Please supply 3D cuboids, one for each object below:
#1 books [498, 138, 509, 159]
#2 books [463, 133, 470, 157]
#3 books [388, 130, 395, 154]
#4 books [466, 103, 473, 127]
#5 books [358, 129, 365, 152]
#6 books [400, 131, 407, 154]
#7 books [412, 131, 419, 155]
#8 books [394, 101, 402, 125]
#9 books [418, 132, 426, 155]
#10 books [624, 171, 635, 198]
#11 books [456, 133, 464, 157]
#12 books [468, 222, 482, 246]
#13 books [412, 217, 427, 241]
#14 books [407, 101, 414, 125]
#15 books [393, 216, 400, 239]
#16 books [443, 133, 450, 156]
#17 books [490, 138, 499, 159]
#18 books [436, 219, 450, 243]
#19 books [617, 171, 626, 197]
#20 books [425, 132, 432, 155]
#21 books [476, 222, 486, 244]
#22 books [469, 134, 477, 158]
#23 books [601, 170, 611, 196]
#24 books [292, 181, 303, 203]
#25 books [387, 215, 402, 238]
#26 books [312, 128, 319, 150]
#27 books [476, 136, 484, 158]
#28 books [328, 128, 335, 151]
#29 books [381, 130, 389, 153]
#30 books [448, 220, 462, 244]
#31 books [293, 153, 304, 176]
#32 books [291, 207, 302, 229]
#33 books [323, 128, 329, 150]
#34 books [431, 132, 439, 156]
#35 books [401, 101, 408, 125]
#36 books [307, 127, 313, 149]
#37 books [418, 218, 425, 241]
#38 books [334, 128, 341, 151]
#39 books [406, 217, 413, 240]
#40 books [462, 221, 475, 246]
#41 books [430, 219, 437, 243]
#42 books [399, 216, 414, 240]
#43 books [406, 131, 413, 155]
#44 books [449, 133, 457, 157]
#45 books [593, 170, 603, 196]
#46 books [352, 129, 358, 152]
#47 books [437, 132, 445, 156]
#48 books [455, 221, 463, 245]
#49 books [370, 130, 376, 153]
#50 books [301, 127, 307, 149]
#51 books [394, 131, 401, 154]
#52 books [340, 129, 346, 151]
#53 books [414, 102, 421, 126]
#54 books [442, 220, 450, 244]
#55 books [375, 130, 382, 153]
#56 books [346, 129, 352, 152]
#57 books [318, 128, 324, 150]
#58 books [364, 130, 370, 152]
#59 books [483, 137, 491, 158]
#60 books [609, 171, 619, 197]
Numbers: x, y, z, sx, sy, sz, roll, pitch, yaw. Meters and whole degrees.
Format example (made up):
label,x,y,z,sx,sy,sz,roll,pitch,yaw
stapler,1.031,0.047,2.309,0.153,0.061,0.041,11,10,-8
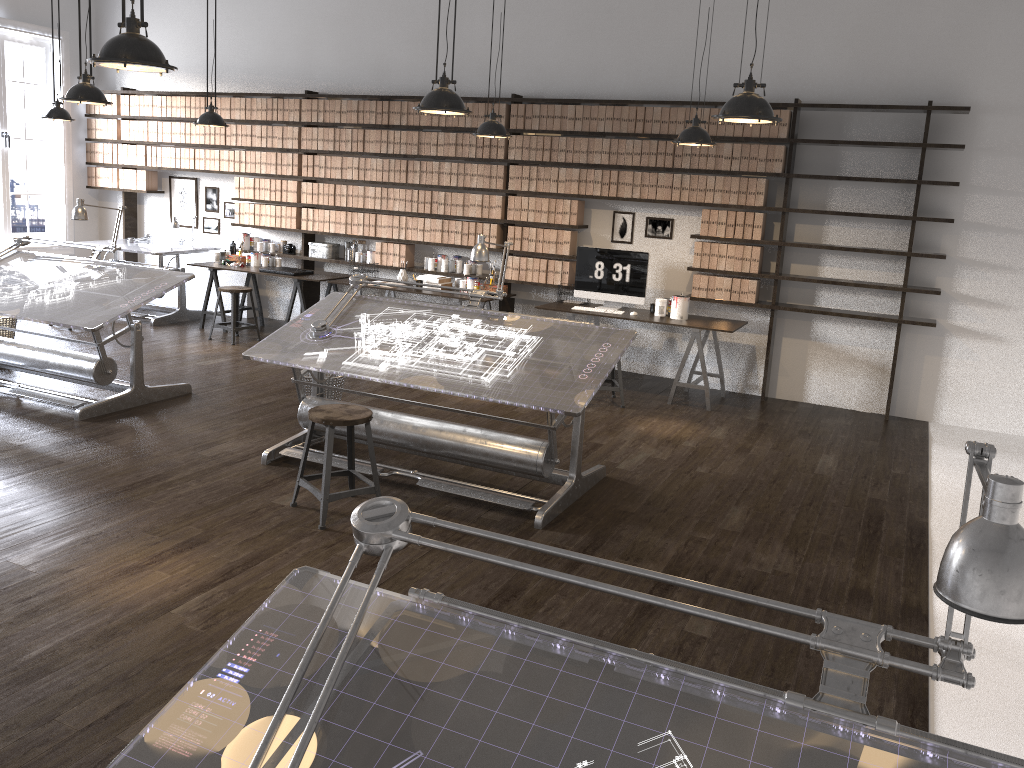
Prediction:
label,x,y,z,sx,sy,sz,roll,pitch,yaw
books,-0.061,-2.187,8.198,0.067,0.223,0.176,8,12,24
books,-0.392,-2.241,8.349,0.067,0.223,0.175,8,12,24
books,-1.141,-2.364,8.683,0.067,0.223,0.175,8,12,24
books,-0.361,-2.508,8.292,0.067,0.223,0.176,8,12,24
books,-1.457,-2.415,8.823,0.067,0.224,0.176,8,12,24
books,-1.009,-2.342,8.623,0.067,0.223,0.176,8,12,24
books,-0.893,-2.322,8.568,0.067,0.224,0.176,8,12,24
books,-1.065,-2.623,8.605,0.067,0.223,0.176,8,12,24
books,-0.827,-2.313,8.546,0.067,0.223,0.175,8,12,24
books,1.047,-1.739,7.733,0.067,0.223,0.176,8,12,24
books,-0.457,-2.252,8.378,0.067,0.223,0.176,8,12,24
books,-0.343,-1.429,8.439,0.067,0.224,0.176,8,12,24
books,-0.909,-1.523,8.698,0.067,0.223,0.176,8,12,24
books,-0.933,-2.603,8.554,0.067,0.223,0.175,8,12,24
books,-1.103,-1.554,8.779,0.067,0.223,0.176,8,12,24
books,-0.578,-2.272,8.431,0.067,0.223,0.176,8,12,24
books,-0.129,-2.198,8.231,0.067,0.223,0.176,8,12,24
books,-0.665,-1.482,8.583,0.067,0.224,0.176,8,12,24
books,0.990,-1.750,7.766,0.067,0.223,0.176,8,12,24
books,-0.764,-2.302,8.515,0.067,0.223,0.176,8,12,24
books,-0.274,-1.419,8.414,0.067,0.223,0.176,8,12,24
books,-0.330,-2.230,8.316,0.067,0.223,0.175,8,12,24
books,0.855,-1.772,7.827,0.067,0.223,0.176,8,12,24
books,-2.211,-2.002,9.239,0.067,0.224,0.176,8,12,24
books,-1.168,-1.564,8.809,0.067,0.224,0.176,8,12,24
books,-1.961,-2.498,9.050,0.067,0.224,0.176,8,12,24
books,-0.264,-2.220,8.292,0.067,0.223,0.176,8,12,24
books,-1.779,-2.468,8.966,0.067,0.224,0.176,8,12,24
books,-1.208,-2.374,8.709,0.067,0.223,0.176,8,12,24
books,-0.537,-1.462,8.532,0.067,0.223,0.175,8,12,24
books,-2.194,-2.274,9.199,0.067,0.223,0.176,8,12,24
books,-2.231,-1.739,9.288,0.067,0.224,0.176,8,12,24
books,-1.837,-2.479,8.998,0.067,0.223,0.176,8,12,24
books,-0.702,-2.291,8.483,0.067,0.224,0.176,8,12,24
books,-0.998,-2.613,8.579,0.067,0.223,0.175,8,12,24
books,-2.023,-2.509,9.082,0.067,0.223,0.176,8,12,24
books,-0.847,-1.512,8.666,0.067,0.224,0.176,8,12,24
books,-1.715,-2.459,8.944,0.067,0.223,0.176,8,12,24
books,-0.971,-1.534,8.728,0.067,0.223,0.175,8,12,24
books,-0.408,-1.441,8.474,0.067,0.223,0.176,8,12,24
books,-0.723,-1.492,8.614,0.067,0.223,0.176,8,12,24
books,-1.036,-1.543,8.753,0.067,0.223,0.175,8,12,24
books,-0.951,-2.333,8.599,0.067,0.223,0.176,8,12,24
books,-0.520,-2.261,8.400,0.067,0.224,0.176,8,12,24
books,0.789,-1.782,7.852,0.067,0.223,0.175,8,12,24
books,-1.522,-2.427,8.858,0.067,0.223,0.176,8,12,24
books,-0.636,-2.281,8.456,0.067,0.223,0.176,8,12,24
books,-0.475,-1.451,8.499,0.067,0.223,0.175,8,12,24
books,-1.329,-2.395,8.769,0.067,0.223,0.176,8,12,24
books,-2.085,-2.520,9.112,0.067,0.223,0.175,8,12,24
books,-1.075,-2.352,8.651,0.067,0.224,0.176,8,12,24
books,-1.651,-2.448,8.915,0.067,0.223,0.175,8,12,24
books,-0.871,-2.593,8.524,0.067,0.223,0.176,8,12,24
books,-0.601,-1.473,8.560,0.067,0.223,0.176,8,12,24
books,-1.274,-2.385,8.739,0.067,0.224,0.176,8,12,24
books,-1.589,-2.437,8.883,0.067,0.223,0.175,8,12,24
books,-1.895,-2.488,9.022,0.067,0.223,0.176,8,12,24
books,-1.388,-2.405,8.797,0.067,0.223,0.176,8,12,24
books,-0.198,-2.208,8.256,0.067,0.224,0.176,8,12,24
books,0.921,-1.760,7.791,0.067,0.224,0.176,8,12,24
